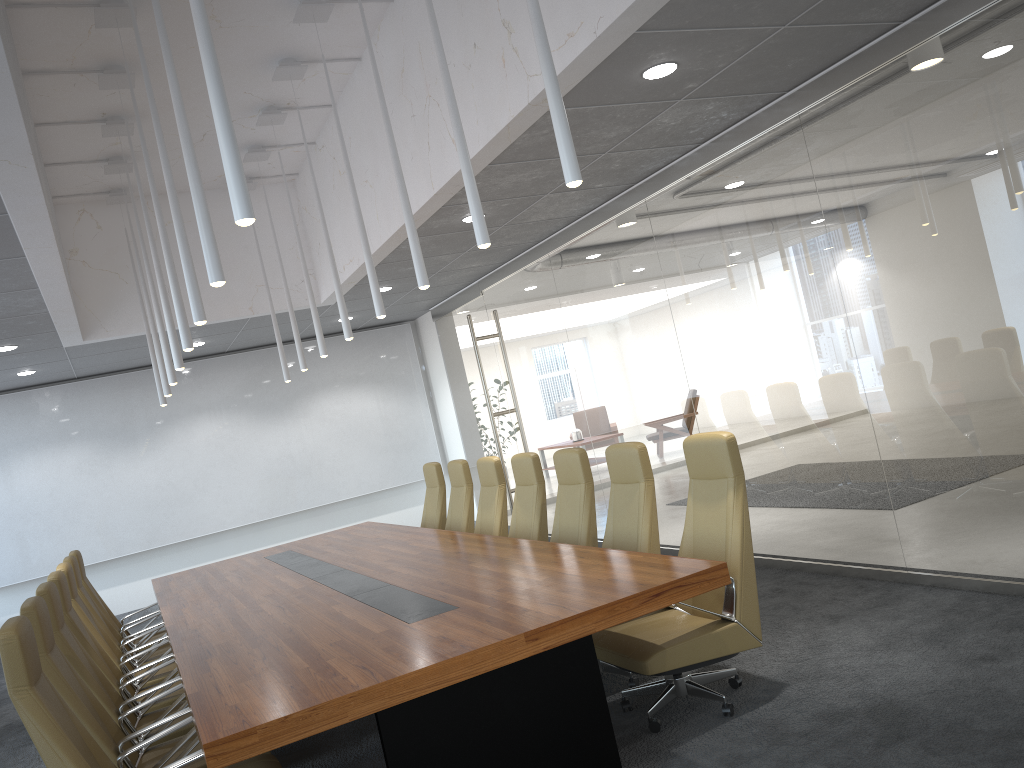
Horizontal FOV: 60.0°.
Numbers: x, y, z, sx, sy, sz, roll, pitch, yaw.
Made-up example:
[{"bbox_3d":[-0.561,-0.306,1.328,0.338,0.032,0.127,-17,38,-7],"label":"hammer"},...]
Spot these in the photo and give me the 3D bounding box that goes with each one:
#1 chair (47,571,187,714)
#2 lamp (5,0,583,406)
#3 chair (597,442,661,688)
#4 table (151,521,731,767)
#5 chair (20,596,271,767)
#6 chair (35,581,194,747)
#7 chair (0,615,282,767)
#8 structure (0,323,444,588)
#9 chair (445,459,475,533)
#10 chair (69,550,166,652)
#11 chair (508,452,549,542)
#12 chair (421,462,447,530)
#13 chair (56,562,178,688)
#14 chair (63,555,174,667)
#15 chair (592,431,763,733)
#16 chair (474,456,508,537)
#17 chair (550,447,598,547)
[{"bbox_3d":[-2.458,1.835,5.980,0.955,1.406,0.711,-12,-1,-24],"label":"chair"},{"bbox_3d":[-1.990,-1.444,6.578,2.619,2.378,7.258,-12,-1,-24],"label":"lamp"},{"bbox_3d":[0.496,1.152,5.598,0.955,1.406,0.711,-12,-1,-24],"label":"chair"},{"bbox_3d":[-1.244,1.832,6.499,2.300,0.895,6.500,-12,-1,-24],"label":"table"},{"bbox_3d":[-1.816,1.653,4.511,0.955,1.406,0.711,-12,-1,-24],"label":"chair"},{"bbox_3d":[-2.138,1.744,5.247,0.955,1.406,0.711,-12,-1,-24],"label":"chair"},{"bbox_3d":[-1.504,1.565,3.796,0.955,1.406,0.711,-12,-1,-24],"label":"chair"},{"bbox_3d":[-1.587,0.106,6.567,6.600,2.466,13.989,-12,-1,-24],"label":"structure"},{"bbox_3d":[-0.778,1.513,8.511,0.955,1.406,0.711,-12,-1,-24],"label":"chair"},{"bbox_3d":[-3.408,2.104,8.153,0.955,1.406,0.711,-12,-1,-24],"label":"chair"},{"bbox_3d":[-0.139,1.332,7.050,0.955,1.406,0.711,-12,-1,-24],"label":"chair"},{"bbox_3d":[-1.096,1.603,9.239,0.955,1.406,0.711,-12,-1,-24],"label":"chair"},{"bbox_3d":[-2.782,1.926,6.721,0.955,1.406,0.711,-12,-1,-24],"label":"chair"},{"bbox_3d":[-3.091,2.014,7.427,0.955,1.406,0.711,-12,-1,-24],"label":"chair"},{"bbox_3d":[0.881,1.047,4.885,0.955,1.406,0.711,-12,-1,-24],"label":"chair"},{"bbox_3d":[-0.456,1.422,7.775,0.955,1.406,0.711,-12,-1,-24],"label":"chair"},{"bbox_3d":[0.179,1.242,6.322,0.955,1.406,0.711,-12,-1,-24],"label":"chair"}]
